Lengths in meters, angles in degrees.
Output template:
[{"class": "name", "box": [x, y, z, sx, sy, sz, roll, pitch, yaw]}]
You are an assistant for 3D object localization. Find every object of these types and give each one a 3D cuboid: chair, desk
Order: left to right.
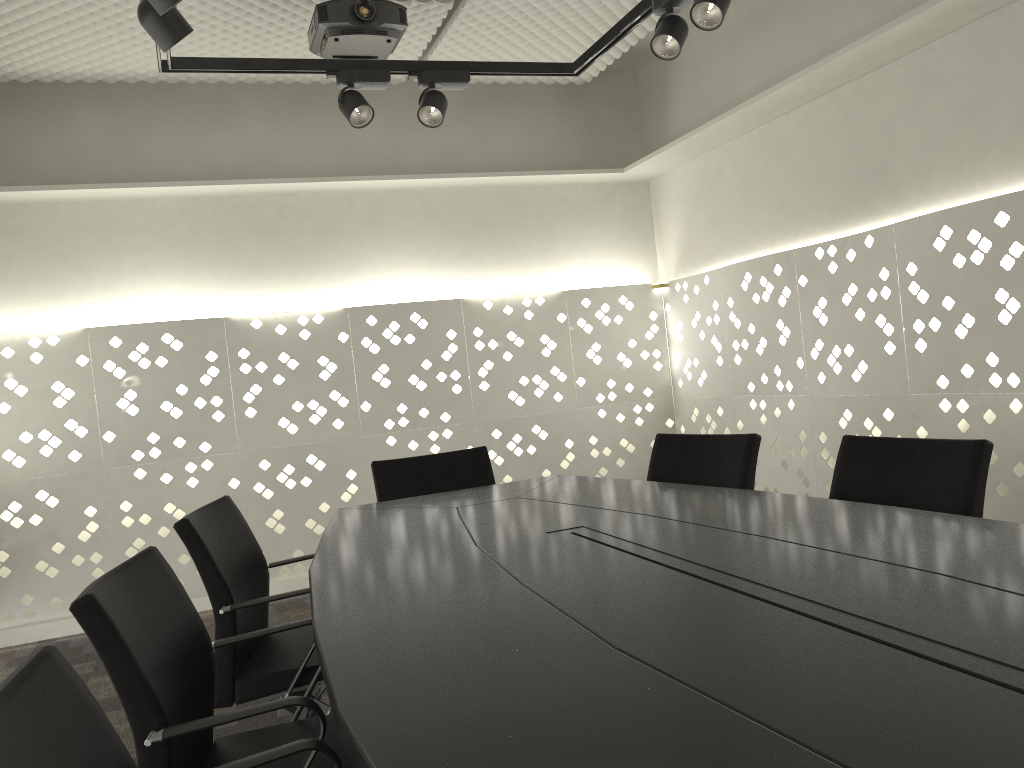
[{"class": "chair", "box": [-0.422, 0.664, 1.550, 0.579, 0.757, 0.559, -6, 1, -5]}, {"class": "chair", "box": [-0.254, 0.657, 0.935, 0.579, 0.757, 0.559, -6, 1, -15]}, {"class": "chair", "box": [-0.534, 0.662, 2.279, 0.579, 0.757, 0.559, -6, 1, 0]}, {"class": "chair", "box": [-0.163, 0.611, 2.896, 0.559, 0.757, 0.579, -6, 1, -15]}, {"class": "chair", "box": [0.477, 0.547, 2.620, 0.579, 0.757, 0.559, -7, 1, -30]}, {"class": "desk", "box": [0.412, 0.631, 1.209, 1.223, 0.658, 3.364, -7, 1, -19]}, {"class": "chair", "box": [0.811, 0.522, 2.022, 0.579, 0.757, 0.559, -7, 1, -20]}]

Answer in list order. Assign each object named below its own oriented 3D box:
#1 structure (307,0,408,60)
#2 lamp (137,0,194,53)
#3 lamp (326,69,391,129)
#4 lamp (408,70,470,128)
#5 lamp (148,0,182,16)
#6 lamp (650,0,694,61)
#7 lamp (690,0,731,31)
[{"class": "structure", "box": [-0.579, -1.311, 3.306, 0.327, 0.144, 0.371, -7, 1, -19]}, {"class": "lamp", "box": [-0.853, -0.921, 2.180, 0.126, 0.224, 0.213, -6, 1, -16]}, {"class": "lamp", "box": [-0.508, -0.972, 2.979, 0.213, 0.224, 0.126, -6, 1, -16]}, {"class": "lamp", "box": [-0.245, -1.003, 3.082, 0.214, 0.224, 0.118, -7, 1, -31]}, {"class": "lamp", "box": [-0.779, -0.925, 1.969, 0.126, 0.224, 0.213, -6, 1, -16]}, {"class": "lamp", "box": [0.466, -1.070, 2.596, 0.126, 0.224, 0.213, -6, 1, -16]}, {"class": "lamp", "box": [0.541, -1.074, 2.385, 0.126, 0.224, 0.213, -6, 1, -16]}]
